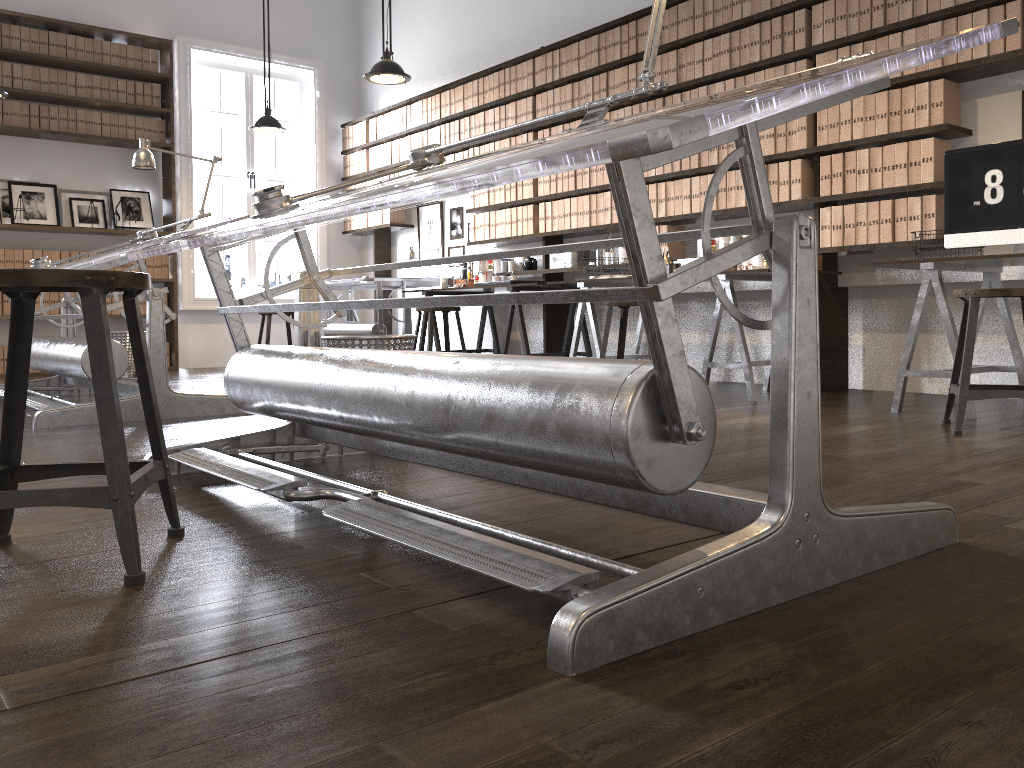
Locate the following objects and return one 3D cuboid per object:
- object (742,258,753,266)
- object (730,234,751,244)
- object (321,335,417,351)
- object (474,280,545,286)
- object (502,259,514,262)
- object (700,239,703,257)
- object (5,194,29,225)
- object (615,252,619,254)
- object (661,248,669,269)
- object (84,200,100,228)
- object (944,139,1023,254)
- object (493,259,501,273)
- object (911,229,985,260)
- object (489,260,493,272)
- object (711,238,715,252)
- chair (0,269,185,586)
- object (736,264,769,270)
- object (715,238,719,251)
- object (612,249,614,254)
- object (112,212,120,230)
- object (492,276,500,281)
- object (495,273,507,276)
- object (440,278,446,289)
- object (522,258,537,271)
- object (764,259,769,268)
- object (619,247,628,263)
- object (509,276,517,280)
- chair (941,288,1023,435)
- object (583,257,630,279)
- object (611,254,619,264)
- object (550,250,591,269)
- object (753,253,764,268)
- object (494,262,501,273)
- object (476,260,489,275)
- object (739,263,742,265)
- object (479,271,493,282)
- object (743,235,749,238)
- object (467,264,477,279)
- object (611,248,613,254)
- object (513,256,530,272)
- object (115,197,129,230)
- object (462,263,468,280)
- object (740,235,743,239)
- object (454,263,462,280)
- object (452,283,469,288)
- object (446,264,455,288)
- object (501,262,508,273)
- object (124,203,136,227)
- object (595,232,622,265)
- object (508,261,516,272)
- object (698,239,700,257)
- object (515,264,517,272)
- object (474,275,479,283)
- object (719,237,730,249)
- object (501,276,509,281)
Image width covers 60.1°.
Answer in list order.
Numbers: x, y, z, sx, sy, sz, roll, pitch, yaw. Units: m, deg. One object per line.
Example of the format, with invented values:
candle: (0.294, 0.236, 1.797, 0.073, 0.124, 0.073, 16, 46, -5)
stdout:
object: (1.326, -0.664, 4.990, 0.062, 0.094, 0.062, 0, 2, 12)
object: (1.389, -0.849, 5.366, 0.205, 0.161, 0.094, -3, 3, -37)
object: (-0.506, 0.020, 3.093, 0.353, 0.377, 0.353, -1, 3, -17)
object: (-0.019, -0.710, 6.293, 0.312, 0.033, 0.446, -4, 5, -38)
object: (-0.033, -0.955, 7.221, 0.094, 0.128, 0.095, -1, 2, -8)
object: (1.189, -0.837, 5.452, 0.062, 0.119, 0.062, 0, 2, 12)
object: (-4.102, -1.444, 7.342, 0.174, 0.260, 0.040, -2, 2, -38)
object: (0.752, -0.875, 6.188, 0.062, 0.093, 0.063, 0, 2, 14)
object: (0.952, -0.757, 5.599, 0.101, 0.209, 0.101, 0, 2, 7)
object: (-3.656, -1.474, 7.710, 0.124, 0.260, 0.040, -2, 2, -38)
object: (2.217, -0.795, 3.838, 0.204, 0.517, 0.644, -2, 3, -38)
object: (-0.124, -0.968, 7.272, 0.070, 0.130, 0.070, -1, 2, 0)
object: (2.045, -0.640, 4.160, 0.284, 0.160, 0.204, 3, 5, 44)
object: (-0.169, -0.972, 7.326, 0.051, 0.139, 0.050, -2, 2, -41)
object: (1.238, -0.841, 5.490, 0.044, 0.127, 0.045, -2, 2, -38)
chair: (-0.810, 0.067, 1.586, 0.358, 0.527, 0.372, -1, 2, -10)
object: (1.288, -0.616, 4.712, 0.197, 0.050, 0.132, 1, 4, 23)
object: (1.301, -0.855, 5.460, 0.094, 0.161, 0.095, -2, 3, -42)
object: (0.704, -0.894, 6.133, 0.041, 0.125, 0.008, 1, 2, 40)
object: (-3.488, -1.436, 7.808, 0.066, 0.165, 0.040, -2, 2, -38)
object: (-0.123, -0.783, 6.830, 0.062, 0.094, 0.062, -1, 2, 2)
object: (-0.089, -0.804, 6.937, 0.094, 0.128, 0.095, -2, 3, -34)
object: (-0.551, -0.810, 7.204, 0.068, 0.104, 0.068, -2, 3, -34)
object: (0.124, -0.927, 6.881, 0.091, 0.108, 0.171, -3, 4, -38)
object: (1.394, -0.657, 4.818, 0.049, 0.112, 0.049, -2, 2, -35)
object: (0.779, -0.879, 6.064, 0.094, 0.128, 0.095, -2, 3, -31)
object: (0.012, -0.782, 6.807, 0.062, 0.094, 0.062, 0, 2, 11)
chair: (1.791, -0.084, 3.248, 0.358, 0.527, 0.372, 0, 2, 20)
object: (0.625, -0.745, 5.815, 0.284, 0.160, 0.204, -3, 4, -38)
object: (0.765, -0.868, 6.144, 0.181, 0.093, 0.062, -2, 3, -24)
object: (0.425, -0.928, 6.560, 0.193, 0.152, 0.317, -3, 4, -39)
object: (1.384, -0.676, 4.894, 0.104, 0.141, 0.105, -2, 3, -31)
object: (-0.112, -0.936, 7.142, 0.062, 0.094, 0.062, 1, 3, 37)
object: (-0.246, -0.987, 7.307, 0.108, 0.176, 0.107, -2, 2, -36)
object: (1.327, -0.668, 5.060, 0.063, 0.093, 0.063, -1, 2, 3)
object: (-0.202, -0.806, 6.908, 0.105, 0.141, 0.104, 2, 3, 44)
object: (1.409, -0.827, 5.290, 0.062, 0.119, 0.062, 0, 2, 20)
object: (-0.192, -0.910, 7.102, 0.345, 0.146, 0.077, -2, 2, -16)
object: (0.698, -0.887, 6.134, 0.004, 0.127, 0.028, -2, 2, -40)
object: (0.080, -0.928, 6.986, 0.107, 0.161, 0.236, 0, 3, 17)
object: (-3.463, -1.510, 7.872, 0.118, 0.304, 0.040, -2, 2, -38)
object: (-0.375, -0.877, 7.253, 0.068, 0.229, 0.069, -2, 2, -41)
object: (1.387, -0.832, 5.348, 0.045, 0.127, 0.044, -1, 2, -20)
object: (-0.442, -0.877, 7.200, 0.068, 0.237, 0.069, -2, 2, -41)
object: (-0.402, -0.755, 6.858, 0.132, 0.050, 0.197, -1, 4, -9)
object: (-0.498, -0.869, 7.156, 0.068, 0.229, 0.069, -2, 2, -41)
object: (-0.058, -0.933, 7.097, 0.062, 0.093, 0.063, 1, 3, 37)
object: (-3.426, -1.494, 7.937, 0.110, 0.261, 0.040, -2, 2, -38)
object: (0.664, -0.969, 6.270, 0.181, 0.271, 0.156, 1, 2, 36)
object: (-0.002, -0.931, 7.061, 0.062, 0.094, 0.062, 1, 3, 37)
object: (1.189, -0.842, 5.522, 0.063, 0.118, 0.063, -1, 2, 3)
object: (0.011, -0.927, 7.147, 0.054, 0.080, 0.054, -1, 2, -11)
object: (-0.274, -0.794, 6.936, 0.049, 0.112, 0.049, -2, 2, -42)
object: (1.281, -0.830, 5.340, 0.062, 0.119, 0.062, 0, 2, 20)
object: (-0.055, -0.782, 6.814, 0.062, 0.093, 0.063, 0, 2, 11)
